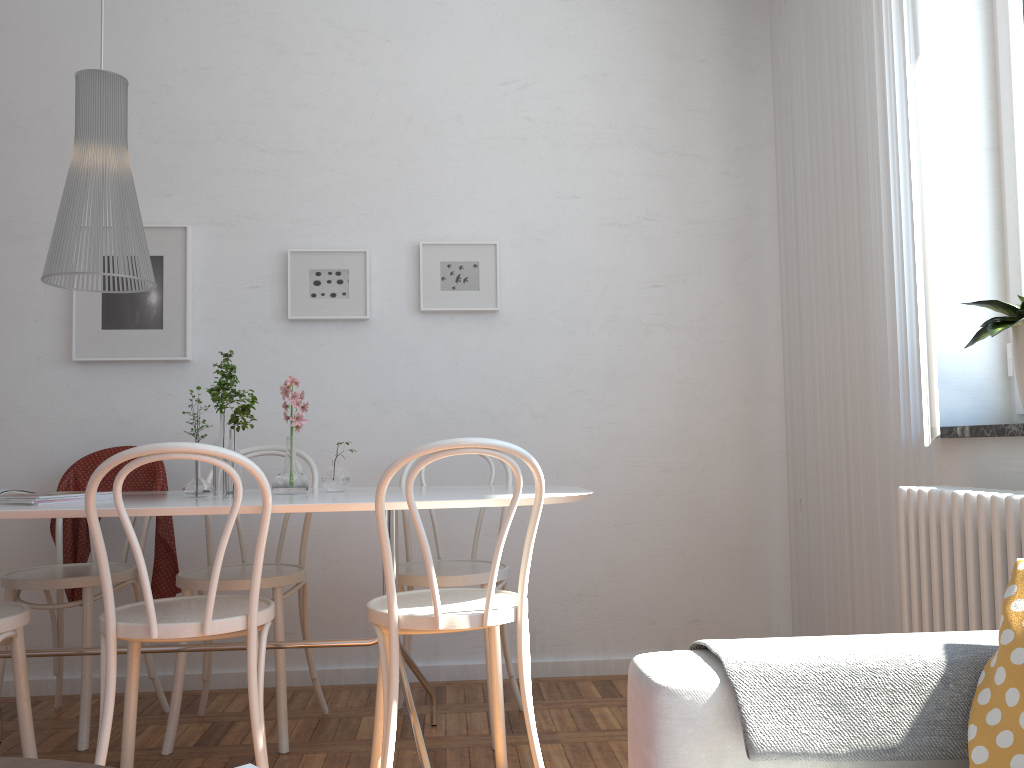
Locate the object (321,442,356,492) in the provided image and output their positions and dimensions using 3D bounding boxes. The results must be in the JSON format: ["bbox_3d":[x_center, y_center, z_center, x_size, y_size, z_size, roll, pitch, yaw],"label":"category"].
[{"bbox_3d":[-0.530,0.251,2.700,0.087,0.151,0.112,-2,-4,18],"label":"object"}]

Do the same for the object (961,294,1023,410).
[{"bbox_3d":[1.275,-0.064,2.133,0.354,0.315,0.292,0,-4,-13],"label":"object"}]

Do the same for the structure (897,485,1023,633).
[{"bbox_3d":[1.147,0.544,1.870,0.224,0.623,0.973,-1,-4,-4],"label":"structure"}]

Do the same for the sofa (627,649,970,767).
[{"bbox_3d":[0.744,0.471,0.112,1.004,0.842,2.464,-1,-4,-4],"label":"sofa"}]

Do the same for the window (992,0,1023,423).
[{"bbox_3d":[1.514,-0.743,1.068,0.151,1.509,3.023,-1,-4,-4],"label":"window"}]

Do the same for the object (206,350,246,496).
[{"bbox_3d":[-0.821,0.110,2.544,0.110,0.419,0.107,0,-3,-16],"label":"object"}]

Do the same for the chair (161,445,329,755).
[{"bbox_3d":[-0.848,0.658,2.900,0.448,0.917,0.520,-1,-3,-4],"label":"chair"}]

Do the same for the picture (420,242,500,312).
[{"bbox_3d":[-0.207,-0.425,3.517,0.311,0.273,0.047,-1,-3,-4],"label":"picture"}]

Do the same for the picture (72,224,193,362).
[{"bbox_3d":[-1.459,-0.350,3.417,0.431,0.523,0.050,-1,-3,-4],"label":"picture"}]

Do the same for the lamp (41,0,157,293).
[{"bbox_3d":[-1.162,-1.025,2.516,0.293,1.495,0.293,-4,-4,41],"label":"lamp"}]

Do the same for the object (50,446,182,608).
[{"bbox_3d":[-1.406,0.512,3.180,0.491,0.579,0.201,-2,-3,10],"label":"object"}]

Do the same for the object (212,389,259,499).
[{"bbox_3d":[-0.733,0.160,2.385,0.098,0.293,0.146,-3,-4,29],"label":"object"}]

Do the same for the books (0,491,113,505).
[{"bbox_3d":[-1.225,0.304,2.369,0.204,0.022,0.278,-3,-4,22],"label":"books"}]

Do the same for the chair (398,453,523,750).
[{"bbox_3d":[-0.189,0.648,2.910,0.448,0.917,0.520,-1,-3,1],"label":"chair"}]

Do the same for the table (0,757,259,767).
[{"bbox_3d":[-0.404,0.583,0.331,0.618,0.687,0.618,-1,-4,-6],"label":"table"}]

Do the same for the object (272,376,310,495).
[{"bbox_3d":[-0.650,0.147,2.605,0.108,0.348,0.111,1,-4,-35],"label":"object"}]

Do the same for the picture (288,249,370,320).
[{"bbox_3d":[-0.717,-0.389,3.476,0.311,0.273,0.047,-1,-3,-4],"label":"picture"}]

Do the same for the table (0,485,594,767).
[{"bbox_3d":[-0.919,0.702,2.472,2.289,0.769,0.932,-1,-4,-4],"label":"table"}]

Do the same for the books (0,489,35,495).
[{"bbox_3d":[-1.509,0.317,2.551,0.405,0.029,0.266,3,-6,-44],"label":"books"}]

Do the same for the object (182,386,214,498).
[{"bbox_3d":[-0.874,0.162,2.471,0.084,0.308,0.084,-4,-4,41],"label":"object"}]

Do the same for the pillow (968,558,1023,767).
[{"bbox_3d":[0.761,0.351,0.980,0.313,0.317,0.465,2,-5,-36],"label":"pillow"}]

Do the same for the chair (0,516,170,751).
[{"bbox_3d":[-1.430,0.673,2.978,0.448,0.917,0.520,-1,-3,6],"label":"chair"}]

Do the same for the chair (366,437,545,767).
[{"bbox_3d":[0.357,0.264,0.672,0.448,1.341,3.698,0,-4,-19],"label":"chair"}]

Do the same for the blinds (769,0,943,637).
[{"bbox_3d":[1.096,-0.360,2.940,0.055,2.884,1.038,-1,-3,-4],"label":"blinds"}]

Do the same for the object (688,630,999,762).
[{"bbox_3d":[0.567,0.622,1.239,0.608,0.533,0.288,-1,-3,-4],"label":"object"}]
